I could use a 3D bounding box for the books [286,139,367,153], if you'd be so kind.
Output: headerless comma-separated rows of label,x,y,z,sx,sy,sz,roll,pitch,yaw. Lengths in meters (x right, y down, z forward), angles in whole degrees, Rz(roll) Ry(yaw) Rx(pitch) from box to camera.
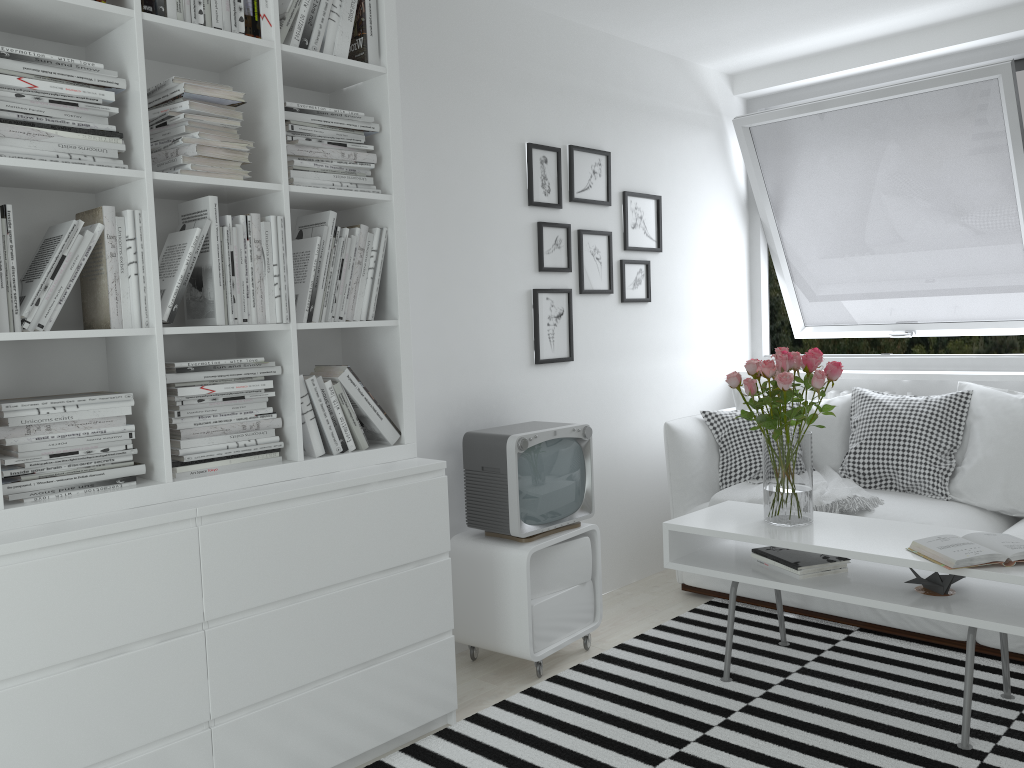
books,-0.580,-0.690,2.628,0.161,0.012,0.254,1,5,39

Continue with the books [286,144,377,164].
books,-0.577,-0.670,2.640,0.296,0.028,0.180,-6,5,-41

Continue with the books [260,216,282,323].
books,-0.702,-0.312,2.463,0.182,0.288,0.016,2,5,44

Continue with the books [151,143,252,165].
books,-0.866,-0.597,2.378,0.296,0.028,0.180,0,5,34

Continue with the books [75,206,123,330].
books,-1.025,-0.282,2.200,0.180,0.296,0.028,2,5,44

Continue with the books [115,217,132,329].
books,-1.007,-0.271,2.217,0.174,0.273,0.021,2,5,44

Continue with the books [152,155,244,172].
books,-0.869,-0.573,2.381,0.273,0.021,0.174,2,5,44

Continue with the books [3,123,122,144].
books,-1.127,-0.574,2.100,0.232,0.014,0.308,1,5,41

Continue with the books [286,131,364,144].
books,-0.587,-0.713,2.617,0.256,0.013,0.161,-5,5,-36

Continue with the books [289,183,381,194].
books,-0.561,-0.568,2.640,0.288,0.016,0.182,-6,5,-41

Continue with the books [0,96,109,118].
books,-1.105,-0.636,2.075,0.161,0.012,0.254,2,5,44

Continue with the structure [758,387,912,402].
structure,1.879,0.361,4.174,1.655,0.660,0.206,2,5,44

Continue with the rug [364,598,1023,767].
rug,0.621,1.055,2.238,1.846,0.004,4.362,2,5,44

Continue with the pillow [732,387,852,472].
pillow,1.343,0.252,4.168,0.617,0.491,0.321,-1,4,18

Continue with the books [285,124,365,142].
books,-0.592,-0.729,2.627,0.167,0.017,0.263,2,5,44

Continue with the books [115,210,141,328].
books,-0.984,-0.280,2.220,0.182,0.288,0.016,2,5,44

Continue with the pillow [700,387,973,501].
pillow,1.913,0.275,3.400,0.676,0.513,2.488,-6,6,-44

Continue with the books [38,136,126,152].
books,-1.122,-0.560,2.104,0.232,0.014,0.314,1,5,43

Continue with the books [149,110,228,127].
books,-0.890,-0.691,2.378,0.161,0.013,0.256,-6,5,-41

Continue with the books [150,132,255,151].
books,-0.862,-0.637,2.391,0.288,0.016,0.182,0,5,34

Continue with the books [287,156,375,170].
books,-0.583,-0.650,2.655,0.288,0.016,0.182,-5,5,-36

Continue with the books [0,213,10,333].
books,-1.190,-0.277,2.005,0.176,0.331,0.025,2,5,44

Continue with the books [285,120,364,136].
books,-0.589,-0.743,2.626,0.161,0.013,0.254,2,5,44

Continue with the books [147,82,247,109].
books,-0.872,-0.744,2.368,0.331,0.025,0.176,2,5,44

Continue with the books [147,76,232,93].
books,-0.887,-0.776,2.370,0.254,0.012,0.161,2,5,44

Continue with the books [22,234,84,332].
books,-1.102,-0.234,2.089,0.161,0.226,0.137,2,5,44

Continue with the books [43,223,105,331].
books,-1.088,-0.253,2.136,0.182,0.257,0.158,2,5,44

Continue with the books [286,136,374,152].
books,-0.576,-0.703,2.639,0.285,0.012,0.159,-6,5,-41

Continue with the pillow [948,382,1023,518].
pillow,2.013,0.262,3.497,0.599,0.505,0.391,2,5,44

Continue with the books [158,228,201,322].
books,-0.880,-0.276,2.271,0.161,0.235,0.118,2,5,44

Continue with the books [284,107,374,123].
books,-0.573,-0.782,2.626,0.285,0.012,0.159,-5,5,-36

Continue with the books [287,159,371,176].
books,-0.591,-0.634,2.650,0.182,0.016,0.288,1,5,39

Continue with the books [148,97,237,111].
books,-0.881,-0.726,2.378,0.254,0.013,0.161,1,5,39

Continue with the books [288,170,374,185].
books,-0.576,-0.602,2.641,0.273,0.021,0.174,-6,5,-41

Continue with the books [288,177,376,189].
books,-0.577,-0.584,2.647,0.182,0.016,0.288,2,5,44

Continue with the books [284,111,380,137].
books,-0.581,-0.763,2.633,0.331,0.025,0.176,-6,5,-41

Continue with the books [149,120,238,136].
books,-0.880,-0.667,2.374,0.254,0.012,0.161,0,5,34

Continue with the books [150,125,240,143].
books,-0.878,-0.653,2.386,0.263,0.017,0.167,1,5,39

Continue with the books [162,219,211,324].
books,-0.865,-0.286,2.280,0.159,0.263,0.131,2,5,44

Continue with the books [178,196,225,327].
books,-0.820,-0.318,2.342,0.176,0.331,0.025,2,5,44

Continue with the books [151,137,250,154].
books,-0.854,-0.621,2.384,0.182,0.016,0.288,-6,5,-41

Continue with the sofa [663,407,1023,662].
sofa,1.896,0.540,3.390,2.647,0.768,0.917,2,5,44

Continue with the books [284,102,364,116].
books,-0.587,-0.794,2.618,0.254,0.012,0.161,-6,5,-41

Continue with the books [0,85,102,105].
books,-1.111,-0.659,2.064,0.256,0.013,0.161,-6,5,-41

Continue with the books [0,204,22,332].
books,-1.178,-0.257,2.040,0.182,0.288,0.016,2,5,44

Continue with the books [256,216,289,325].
books,-0.683,-0.311,2.467,0.182,0.288,0.016,2,5,44

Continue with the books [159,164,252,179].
books,-0.864,-0.554,2.385,0.288,0.016,0.182,1,5,39

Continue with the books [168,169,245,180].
books,-0.870,-0.537,2.370,0.288,0.016,0.182,2,5,44

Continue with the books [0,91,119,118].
books,-1.102,-0.649,2.086,0.159,0.012,0.285,2,5,44

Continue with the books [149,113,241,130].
books,-0.868,-0.680,2.370,0.285,0.012,0.159,2,5,44

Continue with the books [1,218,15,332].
books,-1.176,-0.240,2.021,0.161,0.254,0.013,2,5,44

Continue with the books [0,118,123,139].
books,-1.132,-0.587,2.107,0.251,0.012,0.312,2,6,44

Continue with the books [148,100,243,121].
books,-0.877,-0.708,2.369,0.273,0.021,0.174,0,5,34

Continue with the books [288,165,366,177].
books,-0.585,-0.619,2.635,0.161,0.013,0.254,2,5,44

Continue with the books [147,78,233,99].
books,-0.878,-0.762,2.358,0.159,0.012,0.285,-6,5,-41

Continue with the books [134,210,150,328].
books,-0.965,-0.280,2.224,0.182,0.288,0.016,2,5,44

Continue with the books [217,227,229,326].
books,-0.806,-0.282,2.357,0.161,0.254,0.013,2,5,44
